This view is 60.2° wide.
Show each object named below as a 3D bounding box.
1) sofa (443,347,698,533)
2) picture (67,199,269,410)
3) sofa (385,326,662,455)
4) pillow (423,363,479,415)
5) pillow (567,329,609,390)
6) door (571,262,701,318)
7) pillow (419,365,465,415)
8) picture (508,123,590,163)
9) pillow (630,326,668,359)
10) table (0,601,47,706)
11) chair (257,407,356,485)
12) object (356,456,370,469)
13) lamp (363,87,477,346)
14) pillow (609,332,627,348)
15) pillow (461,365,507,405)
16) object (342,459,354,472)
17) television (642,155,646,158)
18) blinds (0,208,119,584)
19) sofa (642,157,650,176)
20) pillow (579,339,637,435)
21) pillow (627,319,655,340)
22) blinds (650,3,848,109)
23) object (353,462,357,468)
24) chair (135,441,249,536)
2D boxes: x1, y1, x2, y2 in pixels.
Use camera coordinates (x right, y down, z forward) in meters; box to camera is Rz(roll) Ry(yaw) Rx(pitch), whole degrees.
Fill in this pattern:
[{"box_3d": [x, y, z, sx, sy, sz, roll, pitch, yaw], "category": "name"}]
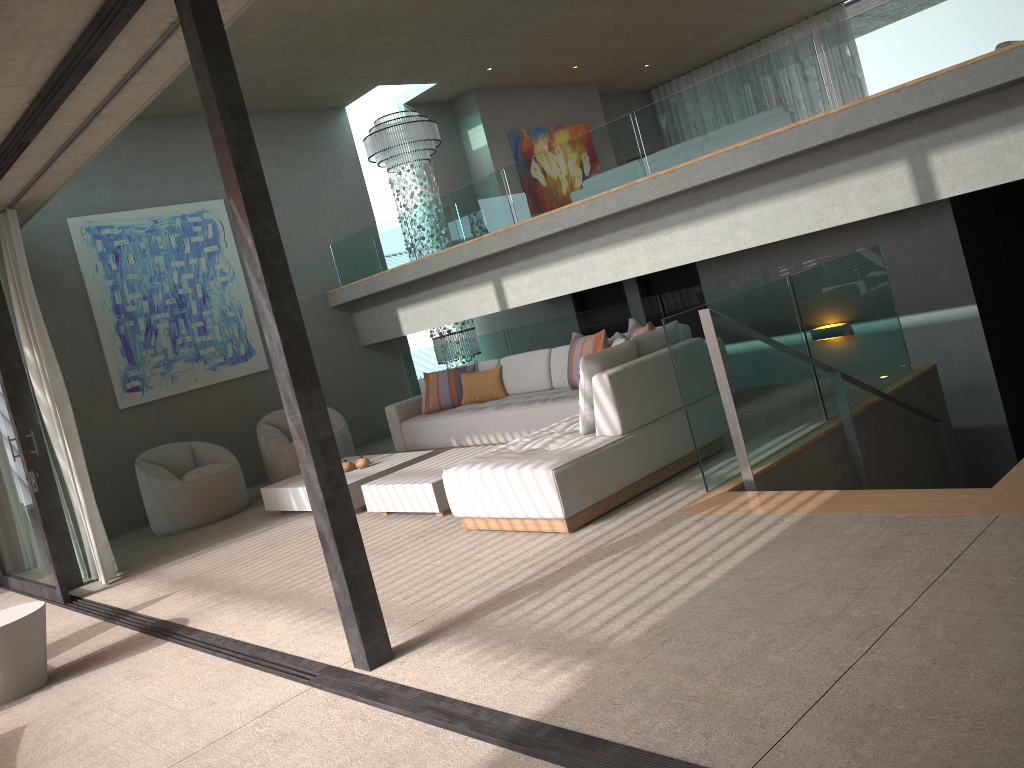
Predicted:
[{"box_3d": [0.450, 0.292, 5.549, 1.616, 0.731, 1.004, -19, 5, -41], "category": "sofa"}, {"box_3d": [-3.724, -0.943, 9.737, 1.741, 2.046, 0.030, -17, 2, -42], "category": "picture"}, {"box_3d": [0.231, 0.103, 7.982, 1.062, 0.752, 3.429, -18, 6, -41], "category": "sofa"}, {"box_3d": [-0.611, 0.039, 8.867, 0.655, 0.441, 0.341, -15, 2, 2], "category": "pillow"}, {"box_3d": [0.628, -0.188, 7.488, 0.313, 0.493, 0.734, -16, 4, -18], "category": "pillow"}, {"box_3d": [0.928, 0.077, 2.621, 5.734, 4.464, 15.485, -14, 5, 21], "category": "door"}, {"box_3d": [-0.681, 0.085, 9.046, 0.619, 0.420, 0.311, -15, 2, -5], "category": "pillow"}, {"box_3d": [0.737, -3.292, 13.402, 1.772, 1.248, 0.030, -18, 3, -41], "category": "picture"}, {"box_3d": [0.933, -0.114, 5.727, 0.498, 0.497, 0.236, -18, 3, -41], "category": "pillow"}, {"box_3d": [-2.640, 1.419, 4.602, 0.471, 0.392, 0.480, -13, 4, 30], "category": "table"}, {"box_3d": [-2.160, 0.615, 9.272, 0.928, 0.786, 0.917, -16, 4, -17], "category": "chair"}, {"box_3d": [-1.248, 0.650, 7.375, 0.120, 0.106, 0.119, -15, 3, -7], "category": "object"}, {"box_3d": [-1.139, -2.035, 11.730, 0.991, 3.934, 1.010, -14, 1, 29], "category": "lamp"}, {"box_3d": [0.864, -0.202, 7.267, 0.239, 0.404, 0.596, -15, 4, 2], "category": "pillow"}, {"box_3d": [-0.286, 0.018, 8.693, 0.461, 0.324, 0.227, -14, 2, 11], "category": "pillow"}, {"box_3d": [-1.392, 0.684, 7.417, 0.121, 0.106, 0.118, -17, 4, -37], "category": "object"}, {"box_3d": [2.205, -3.117, 12.919, 0.959, 0.583, 0.189, -15, 1, 4], "category": "television"}, {"box_3d": [-4.148, 0.195, 7.542, 0.225, 2.920, 2.403, -16, 2, -42], "category": "blinds"}, {"box_3d": [2.041, -2.182, 9.537, 0.986, 0.862, 3.219, -18, 6, -41], "category": "sofa"}, {"box_3d": [0.590, 0.020, 5.406, 0.498, 0.482, 0.263, -18, 3, -41], "category": "pillow"}, {"box_3d": [1.038, -0.266, 7.037, 0.279, 0.503, 0.699, -15, 4, 2], "category": "pillow"}, {"box_3d": [4.058, -4.179, 14.595, 0.225, 2.724, 3.814, -16, 3, -42], "category": "blinds"}, {"box_3d": [-1.444, 0.722, 7.535, 0.436, 0.040, 0.155, -15, 5, 4], "category": "object"}, {"box_3d": [-3.086, 0.934, 8.530, 0.933, 0.786, 0.912, -18, 4, -37], "category": "chair"}]
